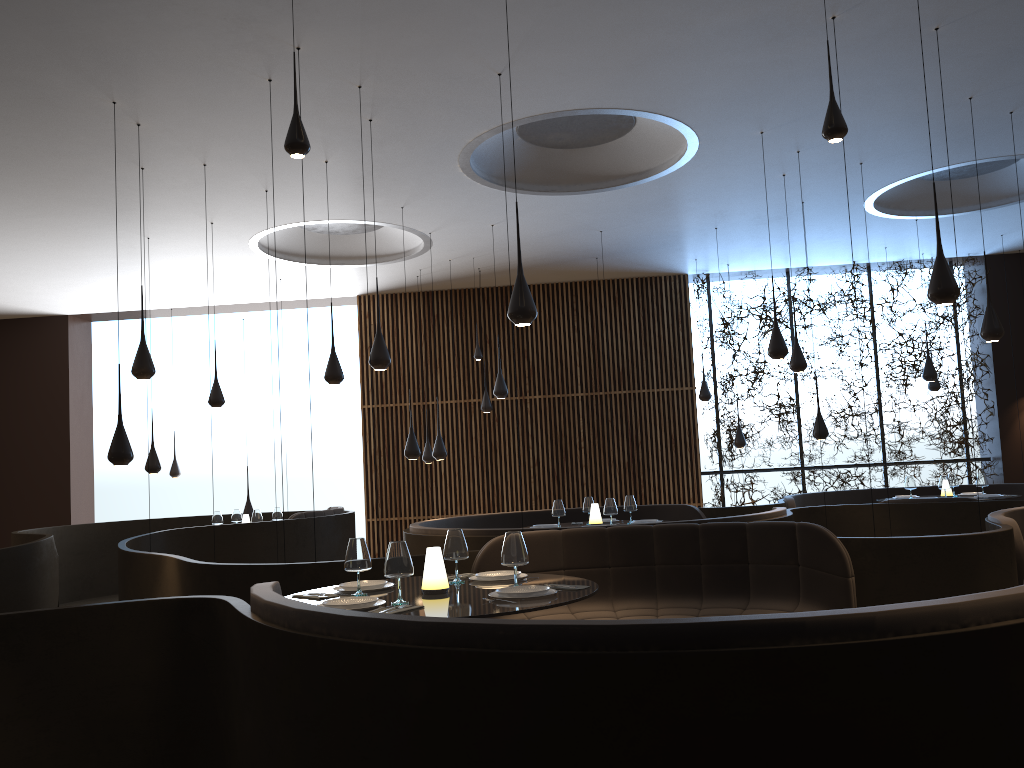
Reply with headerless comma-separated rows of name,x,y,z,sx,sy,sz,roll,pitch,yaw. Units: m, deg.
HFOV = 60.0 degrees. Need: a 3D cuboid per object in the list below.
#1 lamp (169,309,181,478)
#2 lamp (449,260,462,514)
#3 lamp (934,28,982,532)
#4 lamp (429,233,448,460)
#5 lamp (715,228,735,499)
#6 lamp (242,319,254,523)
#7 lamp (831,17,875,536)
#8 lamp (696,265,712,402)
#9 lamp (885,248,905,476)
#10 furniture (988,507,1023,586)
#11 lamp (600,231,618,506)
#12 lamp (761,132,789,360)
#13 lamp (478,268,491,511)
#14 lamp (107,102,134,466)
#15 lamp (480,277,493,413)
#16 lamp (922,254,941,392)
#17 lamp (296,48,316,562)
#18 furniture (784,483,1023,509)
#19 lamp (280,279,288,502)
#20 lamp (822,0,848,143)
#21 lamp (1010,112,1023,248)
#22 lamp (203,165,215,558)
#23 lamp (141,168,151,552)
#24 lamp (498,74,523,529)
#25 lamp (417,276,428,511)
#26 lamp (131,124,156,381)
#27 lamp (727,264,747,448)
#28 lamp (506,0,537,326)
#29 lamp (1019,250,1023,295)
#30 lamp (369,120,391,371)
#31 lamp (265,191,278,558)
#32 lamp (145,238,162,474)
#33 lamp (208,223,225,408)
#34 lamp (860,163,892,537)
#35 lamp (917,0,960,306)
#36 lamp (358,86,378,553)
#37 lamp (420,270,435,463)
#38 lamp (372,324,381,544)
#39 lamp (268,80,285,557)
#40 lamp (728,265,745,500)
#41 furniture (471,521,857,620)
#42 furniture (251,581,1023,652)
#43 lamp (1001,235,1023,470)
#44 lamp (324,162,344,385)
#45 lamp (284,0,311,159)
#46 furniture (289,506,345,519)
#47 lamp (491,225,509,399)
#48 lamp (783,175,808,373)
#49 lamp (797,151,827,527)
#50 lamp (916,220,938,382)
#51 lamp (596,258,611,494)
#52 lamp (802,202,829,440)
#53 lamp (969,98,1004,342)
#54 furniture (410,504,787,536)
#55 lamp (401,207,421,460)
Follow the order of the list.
lamp,-5.914,0.157,15.488,0.196,2.955,0.196,-5,-5,29
lamp,-0.755,1.294,12.833,0.196,6.264,0.196,-6,-5,32
lamp,3.360,0.442,6.454,0.196,6.264,0.196,-6,-5,39
lamp,-0.994,-0.498,11.464,0.196,2.955,0.196,1,-6,-41
lamp,2.934,1.005,11.825,0.196,6.264,0.196,1,-6,-41
lamp,-3.861,0.523,12.872,0.196,2.955,0.196,1,-6,-41
lamp,2.493,0.461,6.206,0.196,6.264,0.196,-6,-5,39
lamp,2.929,-0.834,13.761,0.196,2.220,0.196,-6,-5,39
lamp,5.926,1.018,13.450,0.196,6.264,0.196,-5,-5,29
furniture,4.342,1.503,6.899,2.532,1.045,0.902,3,-7,-44
lamp,1.357,1.071,11.682,0.196,6.264,0.196,1,-6,-41
lamp,2.486,-1.338,8.539,0.196,2.220,0.196,-6,-5,39
lamp,-0.353,1.337,13.464,0.196,6.264,0.196,-4,-4,12
lamp,-3.171,-0.825,7.128,0.196,2.955,0.196,-4,-4,9
lamp,-0.444,-0.661,13.774,0.196,2.220,0.196,-5,-5,29
lamp,6.652,-0.983,14.151,0.196,2.220,0.196,-5,-5,29
lamp,-1.406,0.664,6.259,0.196,6.264,0.196,-2,-4,-11
furniture,5.501,1.857,11.093,3.790,1.045,3.892,-1,-6,-19
lamp,-3.426,1.496,13.500,0.196,6.264,0.196,-1,-5,-21
lamp,1.678,-2.040,4.758,0.133,1.506,0.133,-3,-4,-1
lamp,4.904,0.540,8.198,0.196,6.264,0.196,-4,-4,19
lamp,-2.867,0.964,8.499,0.196,6.264,0.196,-4,-4,9
lamp,-3.484,0.996,8.511,0.196,6.264,0.196,-6,-5,39
lamp,0.060,0.649,6.846,0.196,6.264,0.196,-6,-5,39
lamp,-1.335,1.419,13.784,0.196,6.264,0.196,-4,-4,12
lamp,-3.182,-1.141,7.607,0.196,2.220,0.196,-6,-5,39
lamp,3.554,-0.454,14.188,0.196,2.955,0.196,-6,-5,39
lamp,0.015,-1.487,5.812,0.196,2.220,0.196,1,-6,-41
lamp,8.263,-1.054,14.252,0.196,2.220,0.196,-5,-5,29
lamp,-1.197,-1.229,7.768,0.196,2.220,0.196,-3,-4,-1
lamp,-2.498,1.032,9.360,0.196,6.264,0.196,-4,-4,9
lamp,-4.498,-0.364,11.041,0.196,2.955,0.196,-6,-5,39
lamp,-3.549,-0.823,10.571,0.196,2.220,0.196,-6,-5,39
lamp,3.971,0.714,9.452,0.196,6.264,0.196,-6,-5,39
lamp,2.751,-1.620,5.837,0.196,2.220,0.196,-6,-5,39
lamp,-1.074,0.716,6.942,0.196,6.264,0.196,-5,-5,29
lamp,-1.330,-0.279,13.474,0.196,2.955,0.196,-2,-4,-11
lamp,-2.105,2.159,14.107,0.196,6.264,0.196,-1,-5,-21
lamp,-1.746,0.730,6.746,0.196,6.264,0.196,-2,-4,-11
lamp,3.654,1.198,14.093,0.196,6.264,0.196,-5,-5,29
furniture,0.961,1.491,5.877,2.532,1.058,0.933,-4,-5,9
furniture,0.711,1.300,3.497,3.934,1.045,1.985,-3,-5,1
lamp,7.481,0.896,13.019,0.196,6.264,0.196,-5,-5,29
lamp,-1.788,-1.099,8.726,0.196,2.220,0.196,-4,-4,9
lamp,-1.133,-1.913,4.582,0.133,1.506,0.133,-3,-4,-1
furniture,-2.708,2.221,11.923,0.931,1.058,2.537,-3,-6,0
lamp,-0.193,-0.923,11.270,0.196,2.220,0.196,-3,-4,-1
lamp,3.106,-1.232,9.856,0.196,2.220,0.196,-6,-5,39
lamp,3.133,0.708,8.979,0.196,6.264,0.196,-6,-5,39
lamp,5.597,-1.140,12.060,0.196,2.220,0.196,-2,-4,-11
lamp,1.441,1.216,13.168,0.196,6.264,0.196,-1,-5,-21
lamp,3.699,-0.790,10.935,0.196,2.955,0.196,-3,-4,-1
lamp,4.212,-1.484,7.954,0.196,2.220,0.196,-6,-5,39
furniture,0.850,1.935,9.290,3.789,1.116,3.890,-1,-6,-21
lamp,-1.216,-0.603,10.316,0.196,2.955,0.196,0,-5,-31
